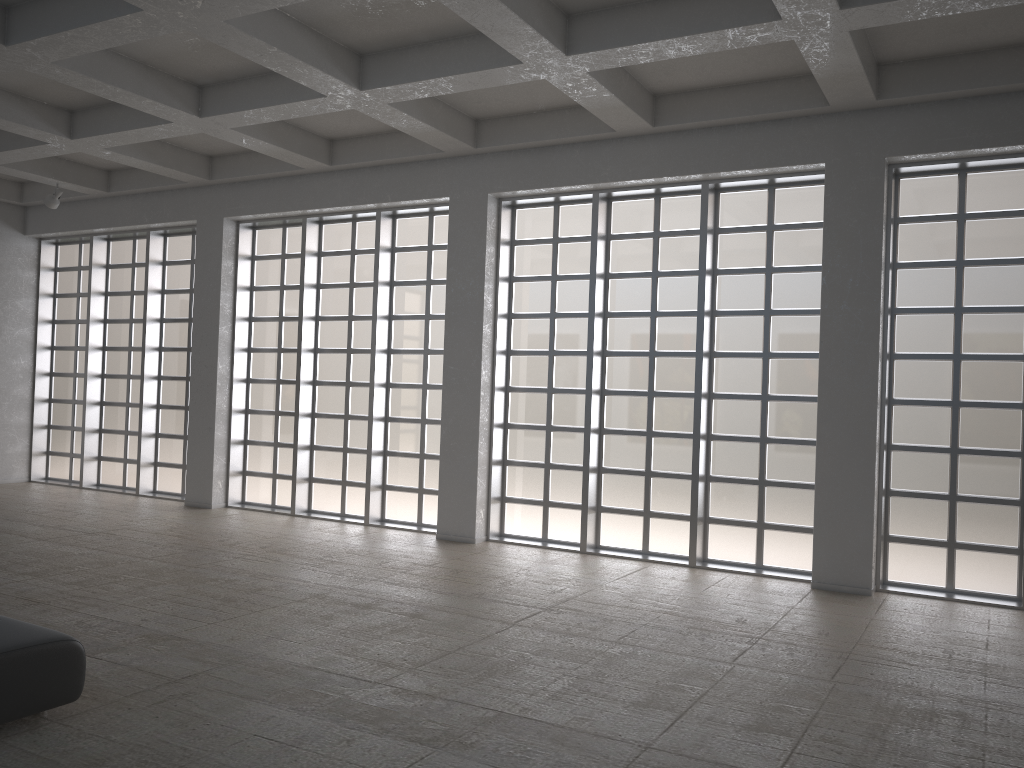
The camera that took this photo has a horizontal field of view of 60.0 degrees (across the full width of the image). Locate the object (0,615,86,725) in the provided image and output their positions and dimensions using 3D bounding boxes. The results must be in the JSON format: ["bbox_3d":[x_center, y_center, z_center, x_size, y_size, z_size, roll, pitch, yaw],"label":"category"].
[{"bbox_3d":[-5.904,2.766,8.823,3.044,0.828,1.616,2,-1,29],"label":"object"}]
